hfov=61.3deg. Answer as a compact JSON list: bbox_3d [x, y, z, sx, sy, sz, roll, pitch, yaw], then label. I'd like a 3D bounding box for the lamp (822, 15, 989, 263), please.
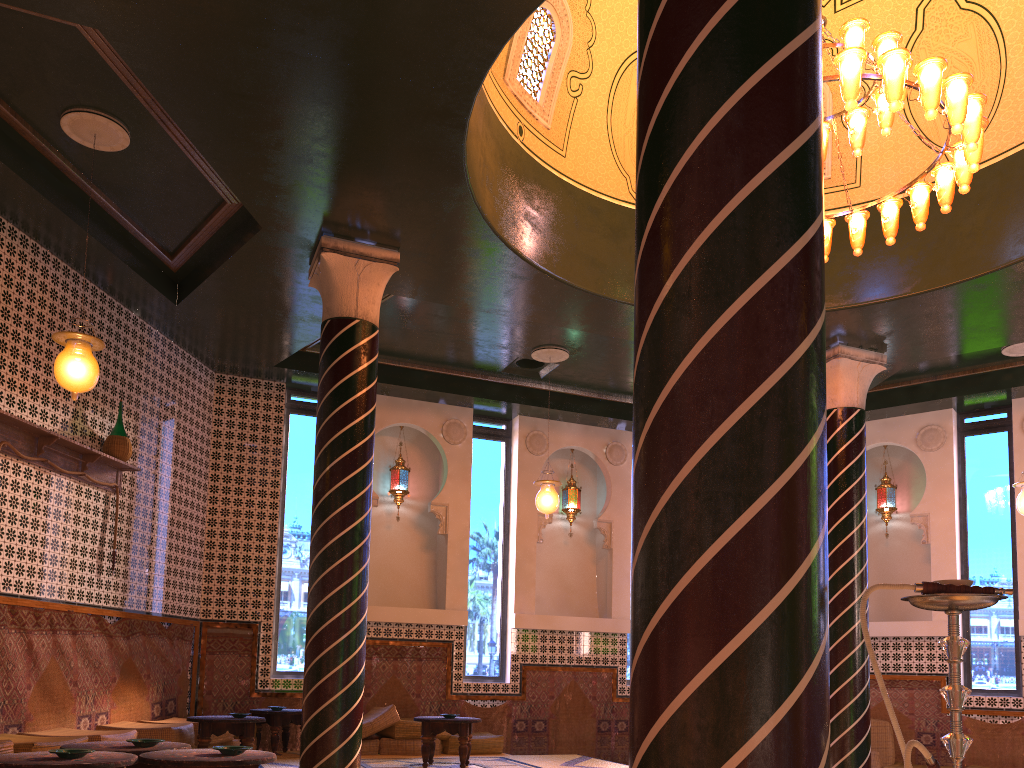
[{"bbox_3d":[2.528,-3.726,7.243,2.478,4.488,2.547,4,-9,-14],"label":"lamp"}]

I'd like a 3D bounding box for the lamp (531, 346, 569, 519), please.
[{"bbox_3d":[0.496,0.699,11.737,0.525,2.260,0.527,6,-8,-33],"label":"lamp"}]

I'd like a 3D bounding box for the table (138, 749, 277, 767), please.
[{"bbox_3d":[-1.945,2.656,5.491,0.840,0.571,0.875,-3,-15,17],"label":"table"}]

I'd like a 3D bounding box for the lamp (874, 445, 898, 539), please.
[{"bbox_3d":[5.954,1.693,13.743,0.327,1.525,0.367,-4,-9,41],"label":"lamp"}]

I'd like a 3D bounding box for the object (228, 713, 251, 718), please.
[{"bbox_3d":[-3.037,3.695,9.621,0.251,0.044,0.262,4,-18,-7],"label":"object"}]

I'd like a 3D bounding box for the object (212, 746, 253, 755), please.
[{"bbox_3d":[-1.808,2.371,5.579,0.251,0.044,0.262,4,-18,-7],"label":"object"}]

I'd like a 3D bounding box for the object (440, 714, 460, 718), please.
[{"bbox_3d":[-0.765,4.088,10.619,0.251,0.044,0.262,4,-18,-7],"label":"object"}]

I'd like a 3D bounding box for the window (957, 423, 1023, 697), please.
[{"bbox_3d":[7.036,2.586,12.707,0.780,3.899,0.093,-4,-8,38],"label":"window"}]

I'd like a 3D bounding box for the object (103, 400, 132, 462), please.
[{"bbox_3d":[-4.419,0.528,9.709,0.302,0.703,0.309,-1,-8,19],"label":"object"}]

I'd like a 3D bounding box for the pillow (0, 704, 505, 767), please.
[{"bbox_3d":[-1.269,3.653,7.668,10.117,1.229,10.315,8,-20,-20],"label":"pillow"}]

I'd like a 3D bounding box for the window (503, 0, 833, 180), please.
[{"bbox_3d":[2.567,-3.730,7.403,5.749,1.129,5.757,-3,-19,13],"label":"window"}]

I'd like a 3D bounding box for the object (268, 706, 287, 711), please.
[{"bbox_3d":[-3.122,4.313,11.470,0.251,0.044,0.262,4,-18,-7],"label":"object"}]

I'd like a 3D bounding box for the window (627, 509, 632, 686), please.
[{"bbox_3d":[2.223,3.169,14.812,0.779,3.899,0.093,4,-6,-22],"label":"window"}]

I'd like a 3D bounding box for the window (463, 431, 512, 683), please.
[{"bbox_3d":[-0.423,2.743,13.744,0.779,3.899,0.093,4,-6,-22],"label":"window"}]

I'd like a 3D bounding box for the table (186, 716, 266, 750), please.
[{"bbox_3d":[-3.179,3.996,9.565,0.842,0.571,0.873,6,-15,-16],"label":"table"}]

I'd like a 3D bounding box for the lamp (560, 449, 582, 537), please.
[{"bbox_3d":[0.999,1.816,14.487,0.360,1.525,0.333,0,-7,12],"label":"lamp"}]

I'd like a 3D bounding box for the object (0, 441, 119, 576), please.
[{"bbox_3d":[-4.634,1.335,8.867,0.060,1.010,2.074,1,-16,8],"label":"object"}]

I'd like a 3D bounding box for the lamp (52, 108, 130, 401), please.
[{"bbox_3d":[-3.463,-0.988,7.009,0.525,2.260,0.527,6,-8,-33],"label":"lamp"}]

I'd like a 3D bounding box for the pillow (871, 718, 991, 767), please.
[{"bbox_3d":[5.290,5.506,12.609,5.833,1.162,1.447,-12,-19,36],"label":"pillow"}]

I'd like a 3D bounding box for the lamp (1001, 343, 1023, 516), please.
[{"bbox_3d":[6.613,0.633,11.074,0.525,2.260,0.527,6,-8,-33],"label":"lamp"}]

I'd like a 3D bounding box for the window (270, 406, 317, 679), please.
[{"bbox_3d":[-3.069,2.317,12.677,0.779,3.899,0.093,4,-6,-22],"label":"window"}]

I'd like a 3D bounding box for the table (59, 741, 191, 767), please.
[{"bbox_3d":[-2.670,2.790,5.945,0.840,0.571,0.875,-3,-15,17],"label":"table"}]

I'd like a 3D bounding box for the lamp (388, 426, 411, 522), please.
[{"bbox_3d":[-1.736,1.368,13.362,0.324,1.525,0.370,0,-7,12],"label":"lamp"}]

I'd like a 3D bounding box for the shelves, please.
[{"bbox_3d":[-4.708,0.363,7.753,0.255,0.330,4.696,0,-18,8],"label":"shelves"}]

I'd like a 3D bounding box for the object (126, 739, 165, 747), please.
[{"bbox_3d":[-2.527,2.478,5.953,0.255,0.044,0.257,15,-22,-35],"label":"object"}]

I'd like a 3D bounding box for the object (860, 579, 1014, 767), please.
[{"bbox_3d":[1.311,1.229,2.673,0.464,1.222,0.306,3,-7,-14],"label":"object"}]

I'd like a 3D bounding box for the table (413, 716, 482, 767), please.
[{"bbox_3d":[-0.797,4.395,10.581,0.840,0.571,0.875,4,-15,-10],"label":"table"}]

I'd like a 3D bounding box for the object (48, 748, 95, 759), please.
[{"bbox_3d":[-2.613,2.198,5.124,0.252,0.044,0.261,-6,-20,22],"label":"object"}]

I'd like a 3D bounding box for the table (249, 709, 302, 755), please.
[{"bbox_3d":[-3.107,4.679,11.597,0.838,0.571,0.877,2,-15,-4],"label":"table"}]

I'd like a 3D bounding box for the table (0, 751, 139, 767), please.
[{"bbox_3d":[-2.684,2.510,5.111,0.840,0.571,0.875,-3,-15,17],"label":"table"}]
